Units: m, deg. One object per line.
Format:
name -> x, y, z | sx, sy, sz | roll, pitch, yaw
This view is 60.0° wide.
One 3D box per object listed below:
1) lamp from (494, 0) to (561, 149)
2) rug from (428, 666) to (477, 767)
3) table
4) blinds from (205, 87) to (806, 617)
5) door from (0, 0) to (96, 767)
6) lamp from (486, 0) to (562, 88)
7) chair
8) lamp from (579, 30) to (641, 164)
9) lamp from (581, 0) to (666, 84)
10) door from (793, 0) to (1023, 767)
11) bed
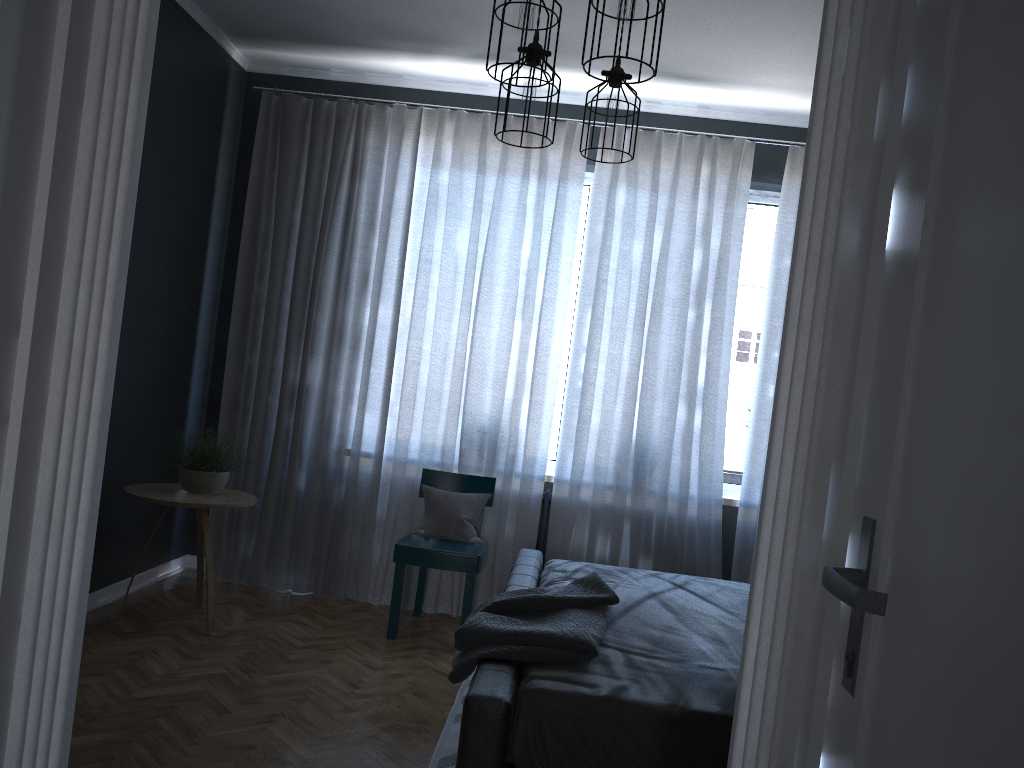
lamp -> 0.092, -1.298, 3.269 | 0.210, 0.804, 0.210 | 7, 0, 18
rug -> 0.449, 1.363, 3.007 | 1.458, 0.013, 2.045 | 7, 0, 4
table -> -1.503, 0.647, 4.248 | 0.594, 0.960, 0.731 | 7, 0, 18
blinds -> 0.356, -0.044, 4.922 | 3.992, 2.789, 0.312 | 7, 0, 4
door -> -0.747, 0.093, 0.852 | 0.162, 2.187, 0.857 | 7, 0, 4
lamp -> 0.068, -1.355, 2.881 | 0.210, 0.714, 0.210 | 7, 0, 18
chair -> -0.349, 0.873, 4.558 | 0.435, 0.799, 0.592 | 7, 0, 4
lamp -> 0.425, -1.283, 3.555 | 0.210, 0.747, 0.210 | 7, 0, 18
lamp -> 0.357, -1.288, 2.570 | 0.210, 0.769, 0.210 | 7, 0, 18
door -> 0.426, 0.238, 0.769 | 0.162, 2.187, 0.857 | 7, 0, 4
bed -> 1.031, 0.851, 2.999 | 2.375, 1.162, 2.266 | 7, 0, 4
